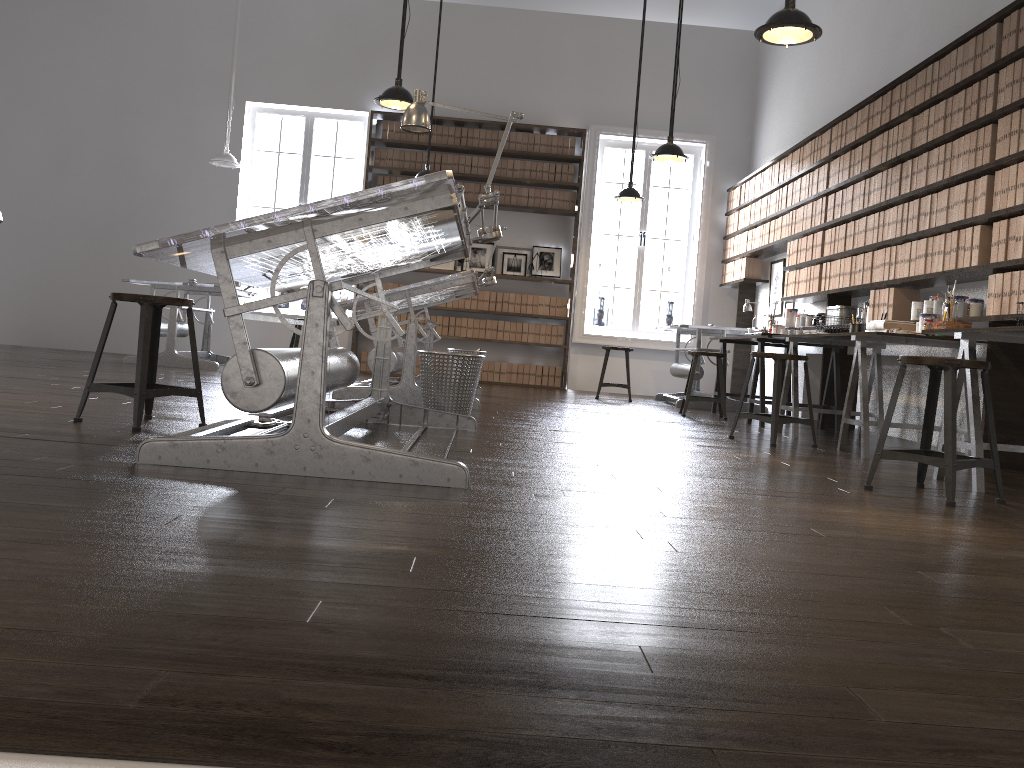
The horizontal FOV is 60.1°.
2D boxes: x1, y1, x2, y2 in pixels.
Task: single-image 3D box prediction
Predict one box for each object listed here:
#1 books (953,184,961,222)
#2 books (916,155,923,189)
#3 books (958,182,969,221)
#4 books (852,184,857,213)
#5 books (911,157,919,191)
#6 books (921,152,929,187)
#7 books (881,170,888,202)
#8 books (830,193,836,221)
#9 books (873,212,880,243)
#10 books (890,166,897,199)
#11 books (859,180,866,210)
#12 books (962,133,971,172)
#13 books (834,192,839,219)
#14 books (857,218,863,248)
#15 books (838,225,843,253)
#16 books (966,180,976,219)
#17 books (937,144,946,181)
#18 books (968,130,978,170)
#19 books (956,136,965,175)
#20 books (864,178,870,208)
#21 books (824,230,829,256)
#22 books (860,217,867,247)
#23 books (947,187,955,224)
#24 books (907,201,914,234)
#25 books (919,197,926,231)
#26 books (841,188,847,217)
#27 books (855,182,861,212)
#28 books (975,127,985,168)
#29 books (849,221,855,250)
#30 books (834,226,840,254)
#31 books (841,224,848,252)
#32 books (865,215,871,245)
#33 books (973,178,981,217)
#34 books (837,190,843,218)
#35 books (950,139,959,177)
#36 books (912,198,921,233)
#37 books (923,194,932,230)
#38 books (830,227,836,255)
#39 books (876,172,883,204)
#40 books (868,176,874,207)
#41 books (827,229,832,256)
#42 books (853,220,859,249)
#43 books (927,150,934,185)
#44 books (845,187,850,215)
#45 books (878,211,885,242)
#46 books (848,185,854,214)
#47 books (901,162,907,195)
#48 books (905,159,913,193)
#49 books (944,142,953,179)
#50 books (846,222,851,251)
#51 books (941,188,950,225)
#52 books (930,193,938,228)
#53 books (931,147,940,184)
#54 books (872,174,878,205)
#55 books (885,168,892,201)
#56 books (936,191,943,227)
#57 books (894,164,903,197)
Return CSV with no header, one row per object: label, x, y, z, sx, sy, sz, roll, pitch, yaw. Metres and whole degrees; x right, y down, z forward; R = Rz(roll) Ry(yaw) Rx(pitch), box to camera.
books,2.622,-1.015,5.052,0.174,0.225,0.066,5,0,-1
books,2.634,-1.312,5.537,0.174,0.226,0.066,5,0,-2
books,2.621,-1.013,4.985,0.174,0.226,0.067,5,0,-2
books,2.608,-1.355,6.517,0.174,0.225,0.066,5,0,-1
books,2.632,-1.315,5.608,0.174,0.226,0.066,5,0,-2
books,2.630,-1.310,5.470,0.174,0.226,0.067,5,0,-1
books,2.615,-1.334,6.028,0.174,0.226,0.067,5,0,-1
books,2.593,-1.373,6.939,0.174,0.226,0.067,5,0,-1
books,2.592,-1.061,6.104,0.174,0.226,0.067,5,0,-1
books,2.625,-1.328,5.899,0.174,0.225,0.066,5,0,-1
books,2.608,-1.349,6.382,0.174,0.226,0.067,5,0,-2
books,2.642,-1.289,4.985,0.174,0.226,0.066,5,0,-1
books,2.600,-1.369,6.864,0.174,0.226,0.066,5,0,-2
books,2.590,-1.072,6.374,0.174,0.226,0.066,5,0,-2
books,2.581,-1.087,6.736,0.174,0.225,0.066,5,0,-1
books,2.627,-1.009,4.915,0.174,0.226,0.066,5,0,-1
books,2.637,-1.301,5.268,0.174,0.226,0.067,5,0,-1
books,2.644,-1.286,4.919,0.174,0.226,0.067,5,0,-2
books,2.644,-1.292,5.058,0.174,0.226,0.066,5,0,-1
books,2.613,-1.346,6.312,0.174,0.226,0.066,5,0,-1
books,2.571,-1.100,7.009,0.174,0.226,0.066,5,0,-2
books,2.586,-1.069,6.306,0.174,0.226,0.067,5,0,-1
books,2.622,-1.018,5.115,0.174,0.225,0.066,5,0,-1
books,2.610,-1.039,5.611,0.174,0.225,0.066,5,0,-2
books,2.614,-1.033,5.462,0.174,0.226,0.066,5,0,-2
books,2.604,-1.363,6.723,0.174,0.226,0.066,5,0,-1
books,2.608,-1.352,6.455,0.174,0.225,0.066,5,0,-1
books,2.650,-1.283,4.856,0.174,0.225,0.066,5,0,-1
books,2.582,-1.078,6.515,0.174,0.226,0.066,5,0,-1
books,2.577,-1.091,6.801,0.174,0.225,0.066,5,0,-2
books,2.578,-1.085,6.661,0.174,0.226,0.067,5,0,-2
books,2.592,-1.066,6.239,0.174,0.225,0.066,5,0,-2
books,2.631,-1.006,4.845,0.174,0.226,0.066,5,0,-1
books,2.598,-1.367,6.793,0.174,0.226,0.066,5,0,-2
books,2.646,-1.295,5.128,0.174,0.226,0.066,5,0,-2
books,2.607,-1.036,5.537,0.174,0.226,0.067,5,0,-1
books,2.612,-1.030,5.390,0.174,0.226,0.066,5,0,-2
books,2.571,-1.094,6.864,0.174,0.226,0.067,5,0,-1
books,2.613,-1.337,6.100,0.174,0.226,0.066,5,0,-2
books,2.617,-1.343,6.242,0.174,0.226,0.066,5,0,-1
books,2.569,-1.097,6.936,0.174,0.226,0.066,5,0,-2
books,2.588,-1.075,6.445,0.174,0.226,0.066,5,0,-2
books,2.637,-1.307,5.403,0.174,0.225,0.066,5,0,-2
books,2.605,-1.360,6.652,0.174,0.226,0.066,5,0,-1
books,2.598,-1.057,6.034,0.174,0.226,0.066,5,0,-2
books,2.601,-1.358,6.584,0.174,0.226,0.067,5,0,-2
books,2.629,-1.321,5.750,0.174,0.226,0.066,5,0,-1
books,2.627,-1.319,5.679,0.174,0.226,0.066,5,0,-1
books,2.642,-1.298,5.197,0.174,0.226,0.066,5,0,-2
books,2.585,-1.081,6.586,0.174,0.226,0.066,5,0,-1
books,2.615,-1.021,5.181,0.174,0.226,0.067,5,0,-2
books,2.618,-1.027,5.320,0.174,0.226,0.066,5,0,-1
books,2.637,-1.304,5.340,0.174,0.225,0.066,5,0,-2
books,2.615,-1.340,6.172,0.174,0.226,0.066,5,0,-2
books,2.621,-1.331,5.964,0.174,0.225,0.066,5,0,-2
books,2.619,-1.024,5.249,0.174,0.226,0.066,5,0,-1
books,2.622,-1.325,5.825,0.174,0.226,0.067,5,0,-2
